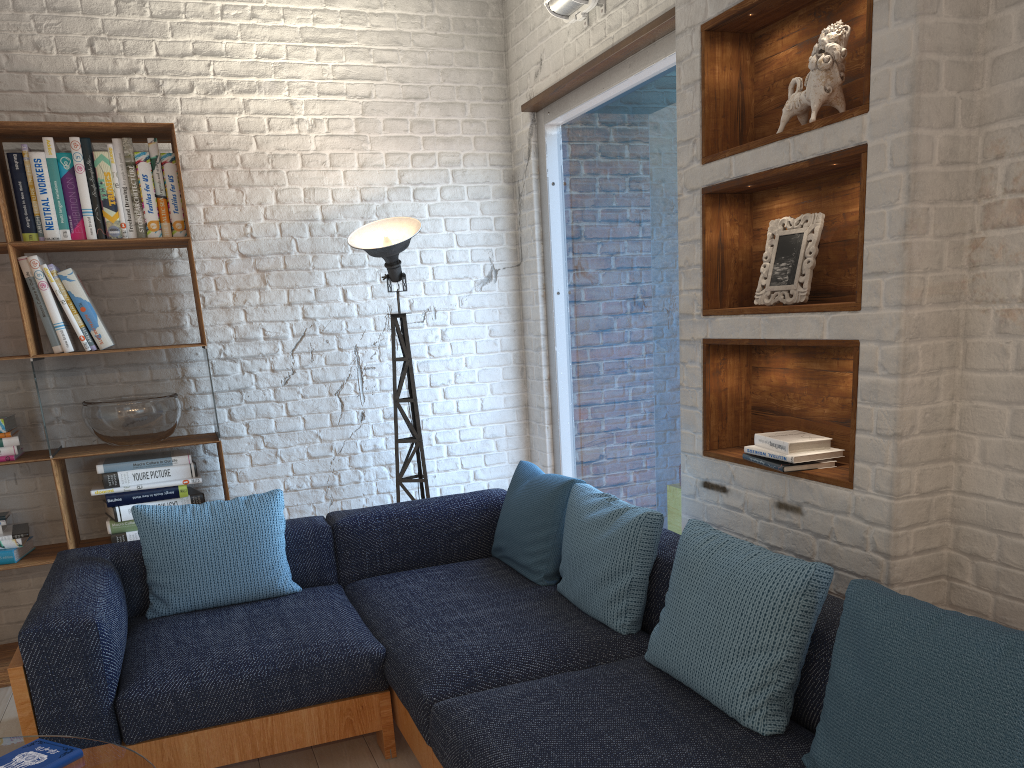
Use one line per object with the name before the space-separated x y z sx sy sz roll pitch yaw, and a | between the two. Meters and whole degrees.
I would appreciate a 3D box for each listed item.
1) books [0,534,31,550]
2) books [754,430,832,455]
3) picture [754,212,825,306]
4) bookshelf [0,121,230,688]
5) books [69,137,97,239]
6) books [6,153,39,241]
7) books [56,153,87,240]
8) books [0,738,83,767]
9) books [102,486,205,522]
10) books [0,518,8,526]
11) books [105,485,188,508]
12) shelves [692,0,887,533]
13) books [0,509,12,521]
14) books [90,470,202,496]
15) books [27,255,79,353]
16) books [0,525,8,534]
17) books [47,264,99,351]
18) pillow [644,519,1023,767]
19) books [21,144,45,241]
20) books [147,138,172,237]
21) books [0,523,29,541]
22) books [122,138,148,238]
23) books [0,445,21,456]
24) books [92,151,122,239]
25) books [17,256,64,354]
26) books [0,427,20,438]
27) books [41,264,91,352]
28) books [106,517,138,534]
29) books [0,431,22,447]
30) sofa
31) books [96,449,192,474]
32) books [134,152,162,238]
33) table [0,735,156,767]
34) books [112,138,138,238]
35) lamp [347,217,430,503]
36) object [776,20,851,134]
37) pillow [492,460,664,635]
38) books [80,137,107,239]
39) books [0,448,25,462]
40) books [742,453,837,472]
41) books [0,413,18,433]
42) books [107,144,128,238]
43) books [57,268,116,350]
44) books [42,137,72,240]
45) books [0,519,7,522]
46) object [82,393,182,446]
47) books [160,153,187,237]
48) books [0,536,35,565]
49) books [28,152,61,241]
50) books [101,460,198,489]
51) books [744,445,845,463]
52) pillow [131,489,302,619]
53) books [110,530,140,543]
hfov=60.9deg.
books | -2.260 0.671 3.673 0.377 0.038 0.238 -5 5 -20
books | 0.805 0.167 2.508 0.132 0.035 0.200 -5 5 -11
picture | 0.788 -0.347 2.456 0.101 0.253 0.189 -11 13 -29
bookshelf | -1.938 0.127 3.647 1.307 2.280 0.353 -8 15 -19
books | -1.726 -0.770 3.530 0.036 0.397 0.237 -9 13 -21
books | -1.935 -0.724 3.482 0.055 0.341 0.247 -9 12 -21
books | -1.775 -0.739 3.539 0.055 0.341 0.247 -9 12 -21
books | -1.156 0.902 2.036 0.162 0.023 0.225 -1 5 28
books | -1.591 0.532 3.879 0.374 0.067 0.240 -7 6 -33
books | -2.264 0.589 3.674 0.234 0.019 0.167 -6 5 -27
books | -1.616 0.474 3.844 0.323 0.057 0.249 -6 6 -25
shelves | 0.795 -0.365 2.402 0.190 1.477 0.746 -9 14 -21
books | -2.250 0.563 3.652 0.250 0.018 0.158 -5 5 -20
books | -1.608 0.433 3.850 0.441 0.021 0.266 -5 5 -20
books | -1.878 -0.321 3.576 0.102 0.397 0.237 -9 13 -21
books | -2.255 0.616 3.676 0.204 0.035 0.129 -6 6 -20
books | -1.814 -0.312 3.623 0.123 0.361 0.264 -9 12 -21
pillow | 0.663 0.593 1.885 0.252 0.430 1.183 -8 7 -21
books | -1.899 -0.742 3.491 0.020 0.372 0.264 -9 12 -21
books | -1.466 -0.795 3.633 0.036 0.397 0.237 -9 13 -21
books | -2.243 0.643 3.662 0.375 0.019 0.239 -6 5 -27
books | -1.554 -0.787 3.602 0.036 0.397 0.237 -9 13 -21
books | -2.237 0.281 3.578 0.376 0.038 0.239 -6 5 -25
books | -1.644 -0.750 3.560 0.055 0.341 0.247 -9 12 -21
books | -1.922 -0.319 3.585 0.100 0.397 0.237 -9 13 -21
books | -2.238 0.214 3.576 0.353 0.021 0.266 -6 5 -22
books | -1.831 -0.309 3.607 0.123 0.361 0.264 -9 12 -21
books | -1.604 0.592 3.905 0.360 0.057 0.275 -5 5 -18
books | -2.227 0.244 3.566 0.375 0.038 0.239 -6 6 -26
sofa | -0.050 0.936 1.912 2.063 0.683 3.858 -6 5 -21
books | -1.615 0.338 3.840 0.377 0.038 0.238 -5 5 -20
books | -1.507 -0.763 3.619 0.055 0.341 0.247 -9 12 -21
table | -1.142 1.160 1.417 1.071 0.461 1.783 -5 6 -15
books | -1.593 -0.785 3.602 0.036 0.397 0.237 -9 13 -21
lamp | -0.282 0.182 3.924 0.859 1.911 0.491 7 17 40
object | 0.782 -0.781 2.250 0.112 0.251 0.209 -7 11 -13
pillow | 0.191 0.546 3.121 0.241 0.411 1.081 -8 7 -22
books | -1.695 -0.774 3.551 0.036 0.397 0.237 -9 13 -21
books | -2.229 0.309 3.595 0.353 0.021 0.266 -5 5 -20
books | 0.798 0.220 2.523 0.162 0.018 0.245 -5 5 -11
books | -2.232 0.175 3.567 0.324 0.057 0.248 -5 5 -18
books | -1.614 -0.768 3.583 0.020 0.372 0.264 -9 12 -21
books | -1.764 -0.306 3.628 0.157 0.341 0.247 -8 12 -20
books | -1.815 -0.762 3.504 0.036 0.397 0.237 -9 13 -21
books | -2.256 0.576 3.666 0.241 0.008 0.152 -5 5 -20
object | -1.646 0.159 3.801 0.403 0.208 0.388 -1 7 21
books | -1.425 -0.773 3.671 0.055 0.341 0.247 -9 12 -21
books | -2.234 0.717 3.684 0.325 0.057 0.248 -5 5 -10
books | -1.856 -0.730 3.491 0.055 0.341 0.247 -9 12 -21
books | -1.609 0.388 3.859 0.376 0.067 0.239 -6 6 -26
books | 0.808 0.194 2.508 0.170 0.019 0.230 -5 5 -19
pillow | -1.078 0.613 3.193 0.551 0.423 0.217 -7 13 -20
books | -1.592 0.653 3.903 0.376 0.067 0.239 -6 6 -26
